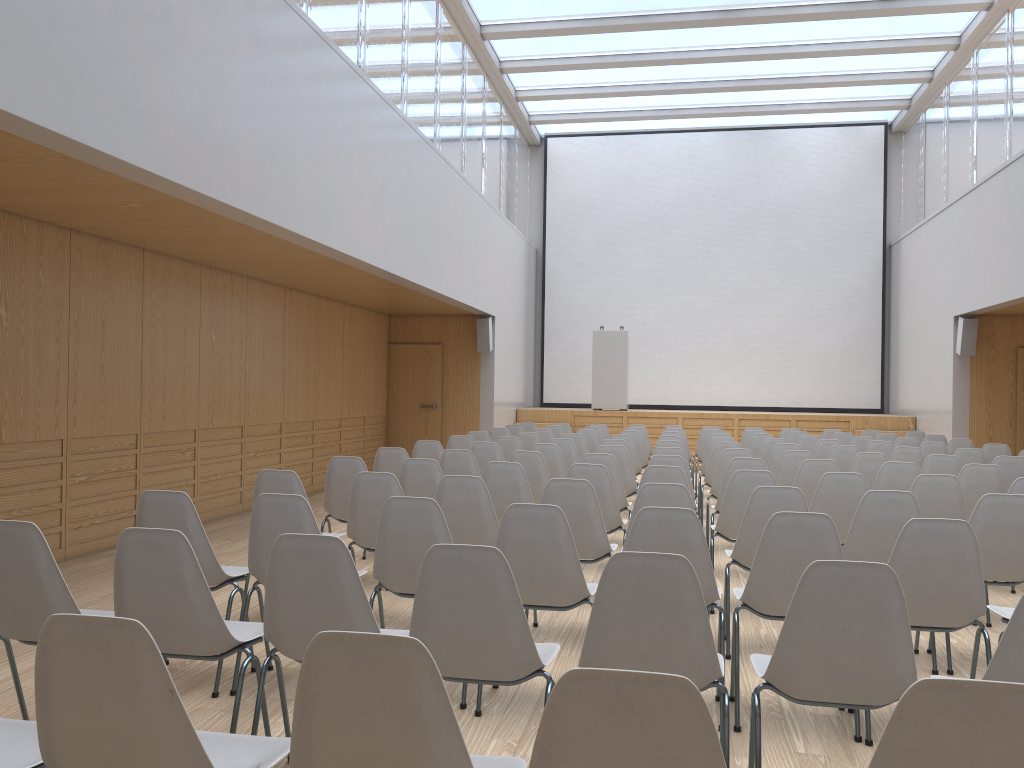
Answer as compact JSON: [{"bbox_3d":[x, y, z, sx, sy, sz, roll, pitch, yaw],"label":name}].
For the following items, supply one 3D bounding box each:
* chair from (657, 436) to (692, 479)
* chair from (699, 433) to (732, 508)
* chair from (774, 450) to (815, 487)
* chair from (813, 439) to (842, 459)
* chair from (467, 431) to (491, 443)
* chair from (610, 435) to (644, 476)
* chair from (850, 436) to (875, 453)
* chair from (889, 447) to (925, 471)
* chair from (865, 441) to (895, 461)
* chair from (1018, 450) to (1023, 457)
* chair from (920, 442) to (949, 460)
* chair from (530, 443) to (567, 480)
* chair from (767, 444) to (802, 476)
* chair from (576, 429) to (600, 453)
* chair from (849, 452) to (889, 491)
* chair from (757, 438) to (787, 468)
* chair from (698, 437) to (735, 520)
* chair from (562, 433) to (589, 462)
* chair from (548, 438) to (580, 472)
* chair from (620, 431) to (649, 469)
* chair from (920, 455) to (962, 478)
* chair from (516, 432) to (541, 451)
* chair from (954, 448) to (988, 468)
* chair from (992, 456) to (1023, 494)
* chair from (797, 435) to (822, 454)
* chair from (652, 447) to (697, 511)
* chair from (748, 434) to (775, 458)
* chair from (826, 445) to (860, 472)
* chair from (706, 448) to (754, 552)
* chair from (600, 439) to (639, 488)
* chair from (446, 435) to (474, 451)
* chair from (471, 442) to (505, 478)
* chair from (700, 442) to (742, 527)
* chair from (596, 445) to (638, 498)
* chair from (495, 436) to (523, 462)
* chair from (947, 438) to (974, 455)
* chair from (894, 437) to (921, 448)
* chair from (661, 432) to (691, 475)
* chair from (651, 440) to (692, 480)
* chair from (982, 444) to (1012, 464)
[{"bbox_3d":[1.708,0.986,9.602,0.479,0.876,0.505,1,0,11],"label":"chair"},{"bbox_3d":[2.441,1.004,10.418,0.479,0.876,0.505,1,0,11],"label":"chair"},{"bbox_3d":[2.368,0.980,7.463,0.479,0.876,0.505,1,0,11],"label":"chair"},{"bbox_3d":[3.293,1.009,9.324,0.479,0.876,0.505,1,0,11],"label":"chair"},{"bbox_3d":[-0.335,0.957,9.965,0.479,0.876,0.505,1,0,11],"label":"chair"},{"bbox_3d":[1.208,0.979,9.675,0.479,0.876,0.505,1,0,11],"label":"chair"},{"bbox_3d":[3.993,1.027,10.209,0.479,0.876,0.505,1,0,11],"label":"chair"},{"bbox_3d":[3.593,1.005,8.208,0.479,0.876,0.505,1,0,11],"label":"chair"},{"bbox_3d":[3.774,1.016,9.213,0.479,0.876,0.505,1,0,11],"label":"chair"},{"bbox_3d":[4.641,1.020,8.052,0.479,0.876,0.505,1,0,11],"label":"chair"},{"bbox_3d":[4.284,1.023,9.166,0.479,0.876,0.505,1,0,11],"label":"chair"},{"bbox_3d":[0.326,0.951,7.847,0.479,0.876,0.505,1,0,11],"label":"chair"},{"bbox_3d":[2.588,0.991,8.439,0.479,0.876,0.505,1,0,11],"label":"chair"},{"bbox_3d":[0.924,0.983,10.815,0.479,0.876,0.505,1,0,11],"label":"chair"},{"bbox_3d":[2.906,0.988,7.320,0.479,0.876,0.505,1,0,11],"label":"chair"},{"bbox_3d":[2.767,1.002,9.451,0.479,0.876,0.505,1,0,11],"label":"chair"},{"bbox_3d":[2.234,0.994,9.482,0.479,0.876,0.505,1,0,11],"label":"chair"},{"bbox_3d":[0.699,0.972,9.812,0.479,0.876,0.505,1,0,11],"label":"chair"},{"bbox_3d":[0.512,0.961,8.746,0.479,0.876,0.505,1,0,11],"label":"chair"},{"bbox_3d":[1.435,0.990,10.671,0.479,0.876,0.505,1,0,11],"label":"chair"},{"bbox_3d":[3.411,0.995,7.183,0.479,0.876,0.505,1,0,11],"label":"chair"},{"bbox_3d":[0.211,0.965,9.922,0.479,0.876,0.505,1,0,11],"label":"chair"},{"bbox_3d":[4.135,1.013,8.166,0.479,0.876,0.505,1,0,11],"label":"chair"},{"bbox_3d":[3.934,1.003,7.168,0.479,0.876,0.505,1,0,11],"label":"chair"},{"bbox_3d":[3.420,1.018,10.276,0.479,0.876,0.505,1,0,11],"label":"chair"},{"bbox_3d":[1.345,0.965,7.614,0.479,0.876,0.505,1,0,11],"label":"chair"},{"bbox_3d":[2.929,1.012,10.428,0.479,0.876,0.505,1,0,11],"label":"chair"},{"bbox_3d":[3.072,0.998,8.328,0.479,0.876,0.505,1,0,11],"label":"chair"},{"bbox_3d":[1.903,0.974,7.569,0.479,0.876,0.505,1,0,11],"label":"chair"},{"bbox_3d":[1.017,0.969,8.734,0.479,0.876,0.505,1,0,11],"label":"chair"},{"bbox_3d":[-0.468,0.948,9.042,0.479,0.876,0.505,1,0,11],"label":"chair"},{"bbox_3d":[-0.189,0.944,7.962,0.479,0.876,0.505,1,0,11],"label":"chair"},{"bbox_3d":[2.065,0.984,8.556,0.479,0.876,0.505,1,0,11],"label":"chair"},{"bbox_3d":[0.889,0.960,7.769,0.479,0.876,0.505,1,0,11],"label":"chair"},{"bbox_3d":[-0.004,0.954,8.927,0.479,0.876,0.505,1,0,11],"label":"chair"},{"bbox_3d":[4.991,1.041,10.022,0.479,0.876,0.505,1,0,11],"label":"chair"},{"bbox_3d":[4.463,1.033,10.149,0.479,0.876,0.505,1,0,11],"label":"chair"},{"bbox_3d":[1.905,0.997,10.602,0.479,0.876,0.505,1,0,11],"label":"chair"},{"bbox_3d":[1.530,0.976,8.666,0.479,0.876,0.505,1,0,11],"label":"chair"},{"bbox_3d":[4.820,1.030,8.995,0.479,0.876,0.505,1,0,11],"label":"chair"}]
